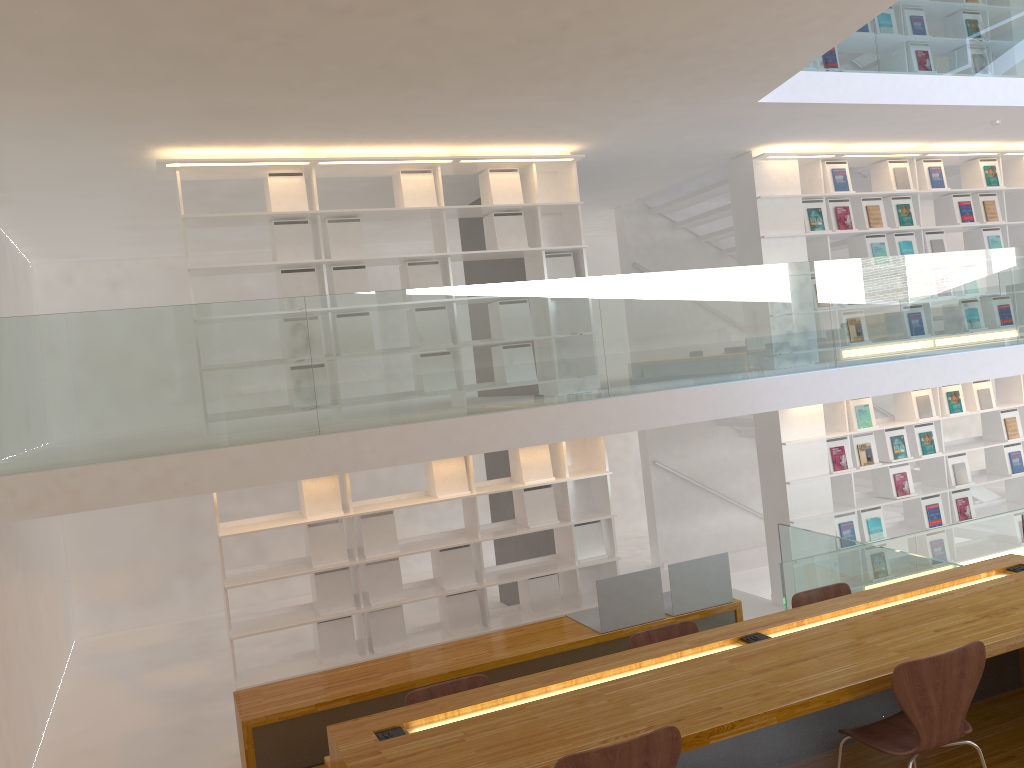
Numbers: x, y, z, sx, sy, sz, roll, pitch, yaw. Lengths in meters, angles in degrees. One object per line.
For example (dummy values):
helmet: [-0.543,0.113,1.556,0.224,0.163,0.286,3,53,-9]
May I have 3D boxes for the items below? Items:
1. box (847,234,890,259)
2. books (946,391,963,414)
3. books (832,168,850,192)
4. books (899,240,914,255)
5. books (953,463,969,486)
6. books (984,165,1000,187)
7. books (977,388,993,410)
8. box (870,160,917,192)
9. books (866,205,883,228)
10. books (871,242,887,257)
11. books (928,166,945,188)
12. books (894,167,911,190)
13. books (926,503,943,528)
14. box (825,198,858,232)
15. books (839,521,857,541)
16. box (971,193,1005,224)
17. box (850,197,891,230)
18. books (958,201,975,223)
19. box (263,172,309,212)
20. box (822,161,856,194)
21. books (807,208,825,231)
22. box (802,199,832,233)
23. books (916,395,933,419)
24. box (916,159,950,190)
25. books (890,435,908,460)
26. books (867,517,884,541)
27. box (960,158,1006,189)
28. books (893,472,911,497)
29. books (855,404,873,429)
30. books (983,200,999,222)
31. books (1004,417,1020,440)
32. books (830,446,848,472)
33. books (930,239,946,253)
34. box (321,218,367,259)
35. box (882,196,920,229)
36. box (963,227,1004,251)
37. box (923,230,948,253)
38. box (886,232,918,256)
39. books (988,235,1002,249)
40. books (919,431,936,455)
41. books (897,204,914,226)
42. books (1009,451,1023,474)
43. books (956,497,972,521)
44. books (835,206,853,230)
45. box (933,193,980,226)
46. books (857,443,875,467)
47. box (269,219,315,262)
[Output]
box: [3.216,-1.181,7.952,0.245,0.296,0.274,-7,1,-22]
books: [4.068,0.171,8.148,0.145,0.210,0.037,-7,1,-22]
books: [2.855,-1.770,7.706,0.145,0.210,0.037,-7,1,-22]
books: [3.557,-1.185,7.978,0.145,0.210,0.037,-7,1,-22]
books: [4.128,0.836,8.155,0.145,0.210,0.037,-7,1,-22]
books: [4.538,-1.963,8.392,0.145,0.210,0.037,-7,1,-22]
books: [4.428,0.150,8.294,0.145,0.210,0.037,-7,1,-22]
box: [3.467,-1.872,8.071,0.245,0.296,0.274,-7,1,-22]
books: [3.207,-1.477,7.844,0.145,0.210,0.037,-7,1,-22]
books: [3.259,-1.148,7.853,0.145,0.210,0.037,-7,1,-22]
books: [3.893,-1.890,8.129,0.145,0.210,0.037,-7,1,-22]
books: [3.507,-1.844,7.971,0.145,0.210,0.037,-7,1,-22]
books: [3.821,1.194,8.025,0.145,0.210,0.037,-7,1,-22]
box: [2.844,-1.469,7.822,0.245,0.296,0.274,-7,1,-22]
books: [2.898,1.298,7.646,0.145,0.210,0.037,-7,1,-22]
box: [4.497,-1.661,8.483,0.245,0.296,0.274,-7,1,-22]
box: [3.179,-1.508,7.945,0.245,0.296,0.274,-7,1,-22]
books: [4.235,-1.599,8.263,0.145,0.210,0.037,-7,1,-22]
box: [-1.550,-1.290,6.092,0.245,0.296,0.274,-7,1,-22]
box: [2.814,-1.796,7.805,0.245,0.296,0.274,-7,1,-22]
books: [2.607,-1.404,7.601,0.145,0.210,0.037,-7,1,-22]
box: [2.569,-1.438,7.696,0.245,0.296,0.274,-7,1,-22]
books: [3.727,0.211,8.009,0.145,0.210,0.037,-7,1,-22]
box: [3.852,-1.917,8.228,0.245,0.296,0.274,-7,1,-22]
books: [3.443,0.565,7.889,0.145,0.210,0.037,-7,1,-22]
books: [3.182,1.278,7.761,0.145,0.210,0.037,-7,1,-22]
box: [4.507,-1.993,8.495,0.245,0.296,0.274,-7,1,-22]
books: [3.470,0.898,7.891,0.145,0.210,0.037,-7,1,-22]
books: [3.072,0.287,7.742,0.145,0.210,0.037,-7,1,-22]
books: [4.526,-1.630,8.382,0.145,0.210,0.037,-7,1,-22]
books: [4.746,0.425,8.419,0.145,0.210,0.037,-7,1,-22]
books: [2.816,0.645,7.632,0.145,0.210,0.037,-7,1,-22]
books: [3.908,-1.219,8.118,0.145,0.210,0.037,-7,1,-22]
box: [-1.182,-1.002,6.234,0.245,0.296,0.274,-7,1,-22]
box: [3.497,-1.545,8.075,0.245,0.296,0.274,-7,1,-22]
box: [4.534,-1.334,8.490,0.245,0.296,0.274,-7,1,-22]
box: [3.868,-1.257,8.218,0.245,0.296,0.274,-7,1,-22]
box: [3.528,-1.217,8.079,0.245,0.296,0.274,-7,1,-22]
books: [4.578,-1.301,8.391,0.145,0.210,0.037,-7,1,-22]
books: [3.756,0.540,8.012,0.145,0.210,0.037,-7,1,-22]
books: [3.536,-1.515,7.975,0.145,0.210,0.037,-7,1,-22]
books: [4.798,0.749,8.429,0.145,0.210,0.037,-7,1,-22]
books: [4.160,1.155,8.164,0.145,0.210,0.037,-7,1,-22]
books: [2.888,-1.441,7.714,0.145,0.210,0.037,-7,1,-22]
box: [4.184,-1.627,8.355,0.245,0.296,0.274,-7,1,-22]
books: [3.095,0.628,7.756,0.145,0.210,0.037,-7,1,-22]
box: [-1.515,-0.965,6.099,0.245,0.296,0.274,-7,1,-22]
